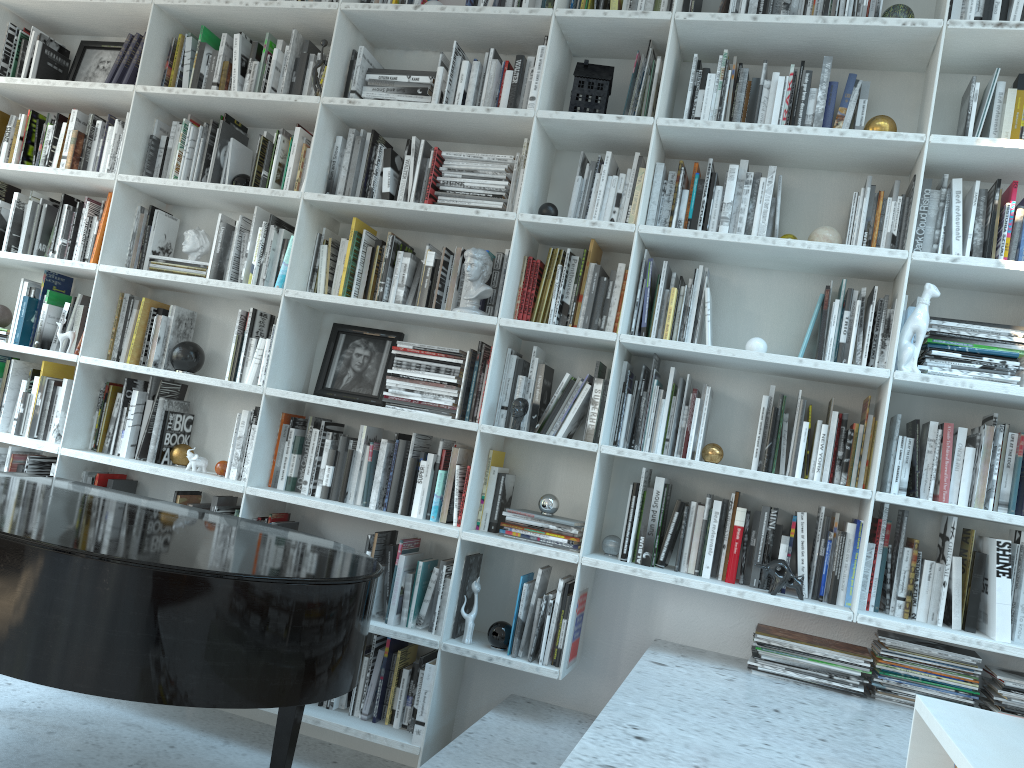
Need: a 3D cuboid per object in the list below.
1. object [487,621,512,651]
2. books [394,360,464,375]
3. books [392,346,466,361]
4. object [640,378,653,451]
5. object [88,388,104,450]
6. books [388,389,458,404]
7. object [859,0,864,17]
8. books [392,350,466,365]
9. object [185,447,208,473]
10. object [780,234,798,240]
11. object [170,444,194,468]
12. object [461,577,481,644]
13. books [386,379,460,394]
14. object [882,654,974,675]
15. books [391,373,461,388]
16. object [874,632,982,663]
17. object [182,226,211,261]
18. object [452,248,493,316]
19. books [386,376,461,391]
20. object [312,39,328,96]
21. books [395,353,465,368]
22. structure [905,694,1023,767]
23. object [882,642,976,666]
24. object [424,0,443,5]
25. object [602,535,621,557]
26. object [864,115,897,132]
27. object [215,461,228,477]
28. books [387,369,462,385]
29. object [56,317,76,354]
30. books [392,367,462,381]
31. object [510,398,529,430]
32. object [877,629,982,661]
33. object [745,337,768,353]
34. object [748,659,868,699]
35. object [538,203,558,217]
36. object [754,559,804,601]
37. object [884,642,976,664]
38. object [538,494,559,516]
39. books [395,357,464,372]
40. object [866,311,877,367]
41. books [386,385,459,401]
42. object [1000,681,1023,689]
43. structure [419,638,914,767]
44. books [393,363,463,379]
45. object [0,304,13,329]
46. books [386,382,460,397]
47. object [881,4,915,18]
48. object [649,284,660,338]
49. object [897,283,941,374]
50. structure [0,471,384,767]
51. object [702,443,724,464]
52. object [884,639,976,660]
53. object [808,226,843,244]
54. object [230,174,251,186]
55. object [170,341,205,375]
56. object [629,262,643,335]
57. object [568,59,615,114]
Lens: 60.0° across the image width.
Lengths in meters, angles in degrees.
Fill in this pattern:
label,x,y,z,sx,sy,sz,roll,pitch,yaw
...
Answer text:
label,x,y,z,sx,sy,sz,roll,pitch,yaw
object,-0.037,0.851,3.003,0.094,0.094,0.093,12,-4,-25
books,-0.294,-0.054,3.295,0.254,0.012,0.161,9,-4,13
books,-0.286,-0.102,3.296,0.285,0.012,0.159,9,-4,12
object,0.478,0.109,3.079,0.007,0.266,0.135,9,-4,17
object,-1.667,0.150,3.669,0.012,0.254,0.161,9,-4,17
books,-0.313,0.051,3.287,0.254,0.012,0.161,9,-4,12
object,1.189,-1.281,3.020,0.006,0.297,0.129,9,-4,17
books,-0.286,-0.090,3.302,0.285,0.012,0.159,9,-4,19
object,-1.222,0.294,3.443,0.060,0.095,0.078,8,-4,33
object,0.925,-0.468,2.968,0.068,0.068,0.068,10,-4,-6
object,-1.317,0.285,3.540,0.091,0.092,0.091,10,-4,-6
object,-0.140,0.767,3.018,0.053,0.224,0.046,8,-4,28
books,-0.305,0.017,3.295,0.285,0.012,0.159,9,-4,19
object,1.279,0.856,2.758,0.254,0.005,0.161,9,-4,17
books,-0.302,-0.007,3.290,0.254,0.012,0.161,9,-4,12
object,1.288,0.819,2.760,0.285,0.005,0.159,9,-4,17
object,-1.297,-0.569,3.641,0.095,0.157,0.121,8,-4,30
object,-0.127,-0.355,3.142,0.137,0.243,0.138,11,-4,-18
books,-0.305,0.005,3.289,0.285,0.012,0.159,8,-5,22
object,-0.732,-1.198,3.404,0.075,0.254,0.075,10,-4,-5
books,-0.289,-0.078,3.297,0.254,0.012,0.161,9,-4,13
structure,1.160,-0.539,1.055,2.612,3.379,1.957,9,-4,17
object,1.286,0.830,2.759,0.254,0.005,0.161,9,-4,17
object,-0.300,-1.418,3.409,0.105,0.106,0.104,10,-4,-6
object,0.342,0.552,3.027,0.071,0.072,0.071,12,-4,-25
object,1.192,-0.818,2.871,0.100,0.101,0.100,10,-4,-6
object,-1.119,0.327,3.435,0.061,0.062,0.061,12,-4,-25
books,-0.300,-0.019,3.290,0.285,0.012,0.159,8,-5,22
object,-1.807,-0.195,3.577,0.081,0.140,0.044,10,-4,0
books,-0.297,-0.030,3.296,0.254,0.012,0.161,9,-4,20
object,0.023,0.102,3.022,0.054,0.113,0.079,9,-4,15
object,1.287,0.807,2.750,0.285,0.005,0.159,8,-5,22
object,0.810,-0.119,2.938,0.071,0.072,0.071,12,-4,-25
object,0.935,0.940,2.833,0.345,0.007,0.193,9,-4,12
object,0.128,-0.604,3.134,0.071,0.072,0.071,12,-4,-25
object,0.823,0.596,2.731,0.160,0.114,0.065,10,-4,4
object,1.287,0.824,2.759,0.254,0.005,0.161,9,-4,17
object,0.126,0.410,3.021,0.071,0.072,0.071,12,-4,-25
books,-0.291,-0.066,3.298,0.254,0.012,0.161,9,-4,14
object,1.169,-0.125,2.913,0.014,0.207,0.130,9,-4,17
books,-0.308,0.041,3.298,0.285,0.012,0.159,9,-4,17
object,1.631,0.917,2.653,0.327,0.008,0.207,9,-4,17
structure,0.838,1.150,1.356,2.897,0.659,3.117,9,-4,17
books,-0.295,-0.042,3.297,0.254,0.012,0.161,9,-4,14
object,-2.230,-0.293,3.853,0.105,0.106,0.105,10,-4,-6
books,-0.307,0.029,3.297,0.285,0.012,0.159,9,-4,18
object,1.254,-1.181,2.888,0.104,0.105,0.104,12,-4,-25
object,0.507,-0.230,3.091,0.013,0.208,0.140,9,-4,17
object,1.234,-0.167,2.706,0.075,0.288,0.087,13,-5,-38
structure,-1.389,0.734,2.350,1.917,0.832,1.336,9,-4,17
object,0.673,0.235,2.974,0.071,0.072,0.071,12,-4,-25
object,1.288,0.814,2.758,0.254,0.005,0.161,9,-4,18
object,1.044,-0.470,2.959,0.111,0.113,0.111,10,-4,-6
object,-1.081,-0.795,3.564,0.097,0.098,0.097,12,-4,-25
object,-1.306,-0.105,3.570,0.134,0.135,0.133,12,-4,-25
object,0.449,-0.275,3.129,0.013,0.283,0.135,9,-4,17
object,0.281,-1.032,3.169,0.135,0.248,0.135,10,-4,7
